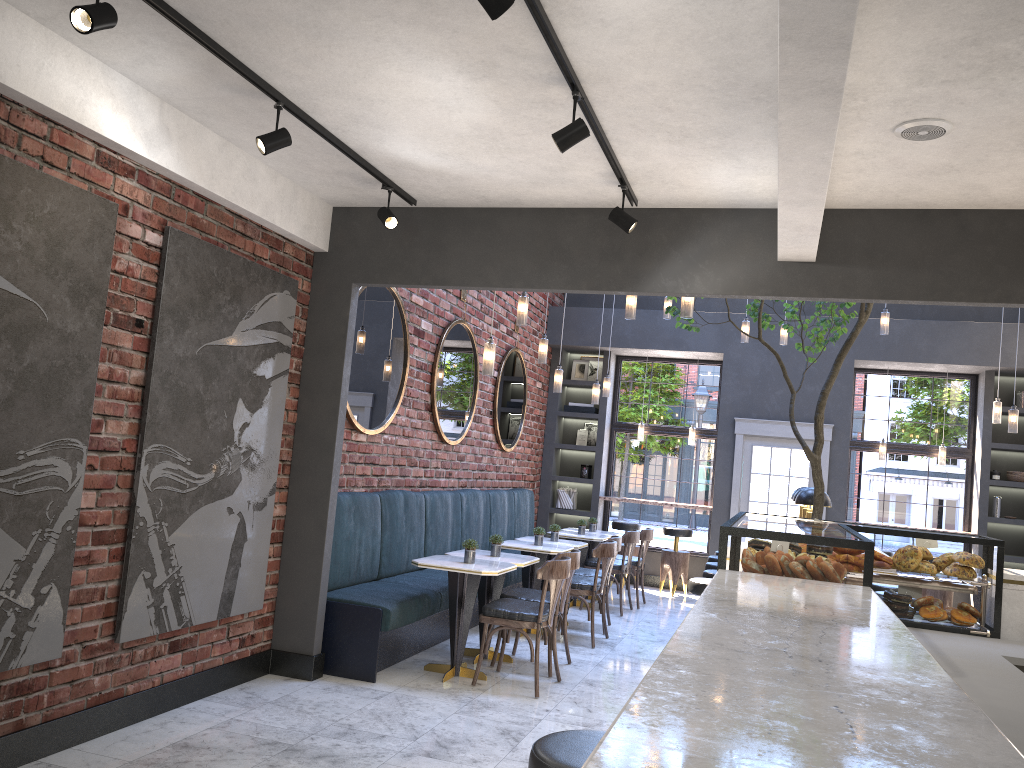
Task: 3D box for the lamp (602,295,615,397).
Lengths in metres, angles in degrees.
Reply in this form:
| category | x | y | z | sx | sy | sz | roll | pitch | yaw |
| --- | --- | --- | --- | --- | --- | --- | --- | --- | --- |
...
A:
| category | x | y | z | sx | sy | sz | roll | pitch | yaw |
| --- | --- | --- | --- | --- | --- | --- | --- | --- | --- |
| lamp | 1.252 | -1.891 | 10.243 | 0.078 | 4.102 | 0.078 | 5 | -4 | 2 |

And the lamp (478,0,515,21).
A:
| category | x | y | z | sx | sy | sz | roll | pitch | yaw |
| --- | --- | --- | --- | --- | --- | --- | --- | --- | --- |
| lamp | -0.061 | -1.166 | 2.530 | 0.157 | 0.238 | 0.087 | 8 | -5 | -34 |

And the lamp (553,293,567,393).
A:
| category | x | y | z | sx | sy | sz | roll | pitch | yaw |
| --- | --- | --- | --- | --- | --- | --- | --- | --- | --- |
| lamp | 0.616 | -1.957 | 8.599 | 0.078 | 4.102 | 0.078 | 3 | -5 | 24 |

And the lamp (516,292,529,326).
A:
| category | x | y | z | sx | sy | sz | roll | pitch | yaw |
| --- | --- | --- | --- | --- | --- | --- | --- | --- | --- |
| lamp | 0.256 | -2.481 | 6.865 | 0.078 | 4.102 | 0.078 | 5 | -4 | 2 |

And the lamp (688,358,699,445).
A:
| category | x | y | z | sx | sy | sz | roll | pitch | yaw |
| --- | --- | --- | --- | --- | --- | --- | --- | --- | --- |
| lamp | 2.360 | 0.073 | 11.402 | 0.078 | 1.428 | 0.078 | 7 | -5 | -21 |

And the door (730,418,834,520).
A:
| category | x | y | z | sx | sy | sz | roll | pitch | yaw |
| --- | --- | --- | --- | --- | --- | --- | --- | --- | --- |
| door | 3.129 | 1.547 | 10.467 | 1.131 | 2.217 | 0.152 | 4 | -5 | 17 |

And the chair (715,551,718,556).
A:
| category | x | y | z | sx | sy | sz | roll | pitch | yaw |
| --- | --- | --- | --- | --- | --- | --- | --- | --- | --- |
| chair | 2.227 | 2.085 | 9.014 | 0.371 | 0.737 | 0.372 | 8 | -5 | -30 |

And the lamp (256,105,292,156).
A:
| category | x | y | z | sx | sy | sz | roll | pitch | yaw |
| --- | --- | --- | --- | --- | --- | --- | --- | --- | --- |
| lamp | -1.061 | -1.132 | 3.972 | 0.157 | 0.238 | 0.087 | 8 | -5 | -34 |

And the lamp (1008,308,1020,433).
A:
| category | x | y | z | sx | sy | sz | roll | pitch | yaw |
| --- | --- | --- | --- | --- | --- | --- | --- | --- | --- |
| lamp | 4.884 | -1.579 | 8.478 | 0.078 | 4.102 | 0.078 | 5 | -4 | 2 |

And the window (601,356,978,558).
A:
| category | x | y | z | sx | sy | sz | roll | pitch | yaw |
| --- | --- | --- | --- | --- | --- | --- | --- | --- | --- |
| window | 1.768 | -1.043 | 5.499 | 6.404 | 5.360 | 12.721 | 4 | -5 | 17 |

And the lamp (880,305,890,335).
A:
| category | x | y | z | sx | sy | sz | roll | pitch | yaw |
| --- | --- | --- | --- | --- | --- | --- | --- | --- | --- |
| lamp | 3.865 | -2.527 | 8.925 | 0.078 | 4.102 | 0.078 | 5 | -4 | 2 |

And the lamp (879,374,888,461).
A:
| category | x | y | z | sx | sy | sz | roll | pitch | yaw |
| --- | --- | --- | --- | --- | --- | --- | --- | --- | --- |
| lamp | 4.524 | 0.212 | 10.740 | 0.078 | 1.428 | 0.078 | 7 | -5 | -21 |

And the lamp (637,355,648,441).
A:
| category | x | y | z | sx | sy | sz | roll | pitch | yaw |
| --- | --- | --- | --- | --- | --- | --- | --- | --- | --- |
| lamp | 1.733 | 0.032 | 11.594 | 0.078 | 1.428 | 0.078 | 9 | -6 | -43 |

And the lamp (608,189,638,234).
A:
| category | x | y | z | sx | sy | sz | roll | pitch | yaw |
| --- | --- | --- | --- | --- | --- | --- | --- | --- | --- |
| lamp | 0.593 | -0.917 | 4.713 | 0.157 | 0.238 | 0.088 | 4 | -5 | 11 |

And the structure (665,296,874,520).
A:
| category | x | y | z | sx | sy | sz | roll | pitch | yaw |
| --- | --- | --- | --- | --- | --- | --- | --- | --- | --- |
| structure | 2.412 | -0.739 | 6.698 | 2.808 | 5.984 | 3.745 | 8 | -5 | -29 |

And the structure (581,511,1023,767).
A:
| category | x | y | z | sx | sy | sz | roll | pitch | yaw |
| --- | --- | --- | --- | --- | --- | --- | --- | --- | --- |
| structure | 1.896 | 1.127 | 1.579 | 3.205 | 1.299 | 5.811 | 4 | -5 | 17 |

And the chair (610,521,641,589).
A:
| category | x | y | z | sx | sy | sz | roll | pitch | yaw |
| --- | --- | --- | --- | --- | --- | --- | --- | --- | --- |
| chair | 1.416 | 2.160 | 11.212 | 0.371 | 0.820 | 0.372 | 7 | -5 | -20 |

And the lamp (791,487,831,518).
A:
| category | x | y | z | sx | sy | sz | roll | pitch | yaw |
| --- | --- | --- | --- | --- | --- | --- | --- | --- | --- |
| lamp | 1.010 | -0.751 | 4.406 | 4.182 | 3.254 | 8.842 | 5 | -5 | 0 |

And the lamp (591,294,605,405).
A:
| category | x | y | z | sx | sy | sz | roll | pitch | yaw |
| --- | --- | --- | --- | --- | --- | --- | --- | --- | --- |
| lamp | 1.076 | -1.821 | 9.686 | 0.078 | 4.102 | 0.078 | 5 | -4 | 2 |

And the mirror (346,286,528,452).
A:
| category | x | y | z | sx | sy | sz | roll | pitch | yaw |
| --- | --- | --- | --- | --- | --- | --- | --- | --- | --- |
| mirror | -0.500 | -0.174 | 8.415 | 0.036 | 1.509 | 4.778 | 4 | -5 | 17 |

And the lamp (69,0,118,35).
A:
| category | x | y | z | sx | sy | sz | roll | pitch | yaw |
| --- | --- | --- | --- | --- | --- | --- | --- | --- | --- |
| lamp | -1.372 | -1.250 | 2.921 | 0.087 | 0.235 | 0.157 | 4 | -5 | 11 |

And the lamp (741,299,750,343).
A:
| category | x | y | z | sx | sy | sz | roll | pitch | yaw |
| --- | --- | --- | --- | --- | --- | --- | --- | --- | --- |
| lamp | 2.569 | -2.463 | 9.249 | 0.078 | 4.102 | 0.078 | 5 | -4 | 2 |

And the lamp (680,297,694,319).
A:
| category | x | y | z | sx | sy | sz | roll | pitch | yaw |
| --- | --- | --- | --- | --- | --- | --- | --- | --- | --- |
| lamp | 1.302 | -2.462 | 5.831 | 0.078 | 4.102 | 0.078 | 9 | -6 | -43 |

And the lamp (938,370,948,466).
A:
| category | x | y | z | sx | sy | sz | roll | pitch | yaw |
| --- | --- | --- | --- | --- | --- | --- | --- | --- | --- |
| lamp | 5.151 | 0.253 | 10.548 | 0.078 | 1.428 | 0.078 | 9 | -6 | -43 |

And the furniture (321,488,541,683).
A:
| category | x | y | z | sx | sy | sz | roll | pitch | yaw |
| --- | --- | --- | --- | --- | --- | --- | --- | --- | --- |
| furniture | 2.193 | 1.739 | 7.458 | 6.020 | 1.150 | 5.346 | 4 | -5 | 17 |

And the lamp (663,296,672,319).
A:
| category | x | y | z | sx | sy | sz | roll | pitch | yaw |
| --- | --- | --- | --- | --- | --- | --- | --- | --- | --- |
| lamp | 1.752 | -2.698 | 9.121 | 0.078 | 4.102 | 0.078 | 5 | -4 | 2 |

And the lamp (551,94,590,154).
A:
| category | x | y | z | sx | sy | sz | roll | pitch | yaw |
| --- | --- | --- | --- | --- | --- | --- | --- | --- | --- |
| lamp | 0.241 | -1.048 | 3.577 | 0.157 | 0.238 | 0.088 | 4 | -5 | 11 |

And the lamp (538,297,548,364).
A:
| category | x | y | z | sx | sy | sz | roll | pitch | yaw |
| --- | --- | --- | --- | --- | --- | --- | --- | --- | --- |
| lamp | 0.450 | -2.218 | 8.000 | 0.078 | 4.102 | 0.078 | 3 | -5 | 24 |

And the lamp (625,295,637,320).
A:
| category | x | y | z | sx | sy | sz | roll | pitch | yaw |
| --- | --- | --- | --- | --- | --- | --- | --- | --- | --- |
| lamp | 1.072 | -2.525 | 6.816 | 0.078 | 4.102 | 0.078 | 9 | -6 | -43 |

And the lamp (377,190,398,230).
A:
| category | x | y | z | sx | sy | sz | roll | pitch | yaw |
| --- | --- | --- | --- | --- | --- | --- | --- | --- | --- |
| lamp | -0.711 | -1.000 | 5.110 | 0.088 | 0.235 | 0.157 | 8 | -5 | -32 |

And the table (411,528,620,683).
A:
| category | x | y | z | sx | sy | sz | roll | pitch | yaw |
| --- | --- | --- | --- | --- | --- | --- | --- | --- | --- |
| table | 2.161 | 1.932 | 7.401 | 4.598 | 0.750 | 4.834 | 4 | -5 | 17 |

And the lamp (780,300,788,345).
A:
| category | x | y | z | sx | sy | sz | roll | pitch | yaw |
| --- | --- | --- | --- | --- | --- | --- | --- | --- | --- |
| lamp | 3.120 | -2.462 | 9.743 | 0.078 | 4.102 | 0.078 | 5 | -4 | 2 |

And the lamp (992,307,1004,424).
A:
| category | x | y | z | sx | sy | sz | roll | pitch | yaw |
| --- | --- | --- | --- | --- | --- | --- | --- | --- | --- |
| lamp | 5.085 | -1.639 | 9.122 | 0.078 | 4.102 | 0.078 | 5 | -4 | 2 |

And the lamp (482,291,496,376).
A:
| category | x | y | z | sx | sy | sz | roll | pitch | yaw |
| --- | --- | --- | --- | --- | --- | --- | --- | --- | --- |
| lamp | 0.018 | -2.096 | 6.177 | 0.078 | 4.102 | 0.078 | 5 | -4 | 2 |
